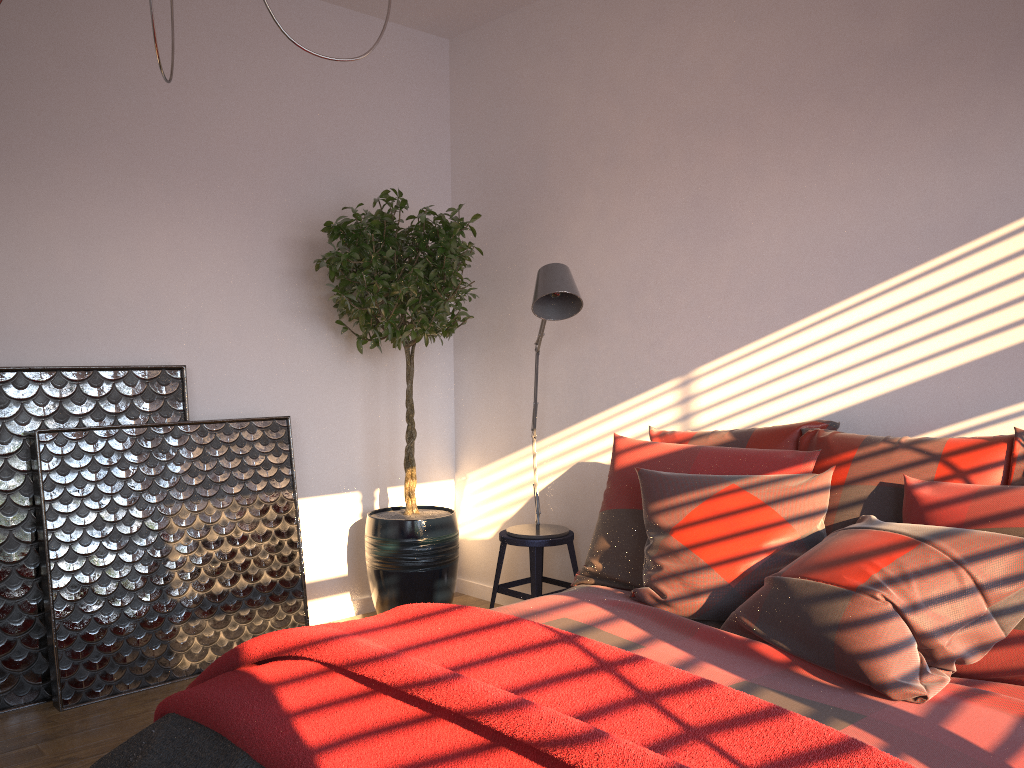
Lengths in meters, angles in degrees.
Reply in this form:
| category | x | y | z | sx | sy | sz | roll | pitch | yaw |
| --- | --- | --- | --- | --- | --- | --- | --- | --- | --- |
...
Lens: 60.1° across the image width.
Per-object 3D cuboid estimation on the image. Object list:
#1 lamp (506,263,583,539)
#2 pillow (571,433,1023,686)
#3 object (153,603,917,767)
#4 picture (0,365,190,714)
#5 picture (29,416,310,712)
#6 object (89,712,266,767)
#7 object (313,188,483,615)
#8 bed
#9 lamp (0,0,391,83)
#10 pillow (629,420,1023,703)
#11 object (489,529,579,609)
| category | x | y | z | sx | sy | sz | roll | pitch | yaw |
| --- | --- | --- | --- | --- | --- | --- | --- | --- | --- |
| lamp | 0.119 | 0.103 | 3.645 | 0.279 | 1.131 | 0.785 | -1 | 4 | -2 |
| pillow | 0.919 | 0.469 | 2.598 | 0.527 | 0.553 | 1.812 | -3 | 3 | -42 |
| object | -0.008 | 0.884 | 1.709 | 0.682 | 0.662 | 2.641 | -3 | 3 | -42 |
| picture | -1.801 | 0.563 | 3.282 | 1.246 | 1.257 | 0.171 | -3 | 5 | -43 |
| picture | -1.328 | 0.666 | 3.571 | 1.023 | 1.031 | 0.209 | -3 | 5 | -43 |
| object | -0.087 | 0.918 | 1.588 | 1.120 | 0.570 | 2.502 | -2 | 2 | -42 |
| object | -0.523 | 0.137 | 4.094 | 0.800 | 2.027 | 0.811 | -4 | 5 | -39 |
| bed | 0.497 | 0.800 | 2.132 | 2.309 | 0.772 | 2.033 | -2 | 2 | -43 |
| lamp | -0.655 | -1.177 | 1.460 | 1.244 | 1.083 | 1.099 | -3 | 4 | -43 |
| pillow | 0.949 | 0.499 | 2.518 | 1.142 | 0.736 | 2.139 | -3 | 3 | -45 |
| object | 0.113 | 0.902 | 3.957 | 0.341 | 0.482 | 0.337 | -4 | 5 | -43 |
